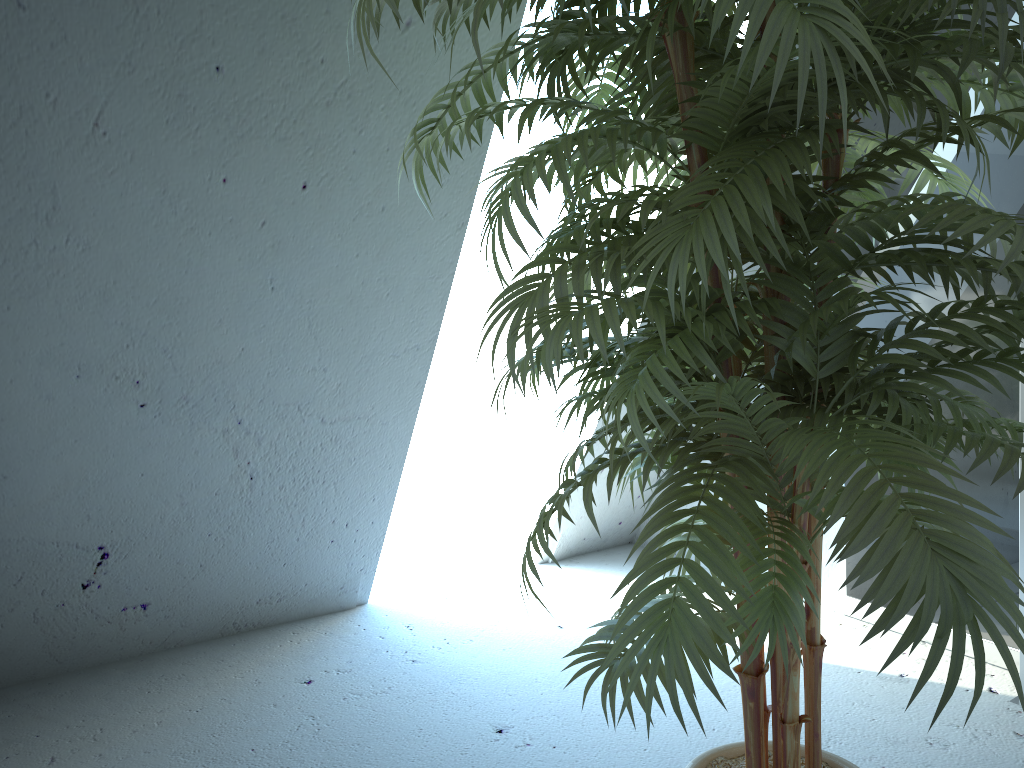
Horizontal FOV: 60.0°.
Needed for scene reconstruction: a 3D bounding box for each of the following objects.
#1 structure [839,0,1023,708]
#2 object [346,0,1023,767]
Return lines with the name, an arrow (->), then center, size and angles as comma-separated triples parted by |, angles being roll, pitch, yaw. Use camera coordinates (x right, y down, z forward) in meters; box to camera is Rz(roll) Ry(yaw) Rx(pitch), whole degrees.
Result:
structure -> 1.755, -0.358, 1.947 | 1.184, 2.114, 1.835 | -6, 6, -30
object -> 0.339, -0.175, 1.212 | 1.020, 2.034, 0.980 | -1, 6, 18
